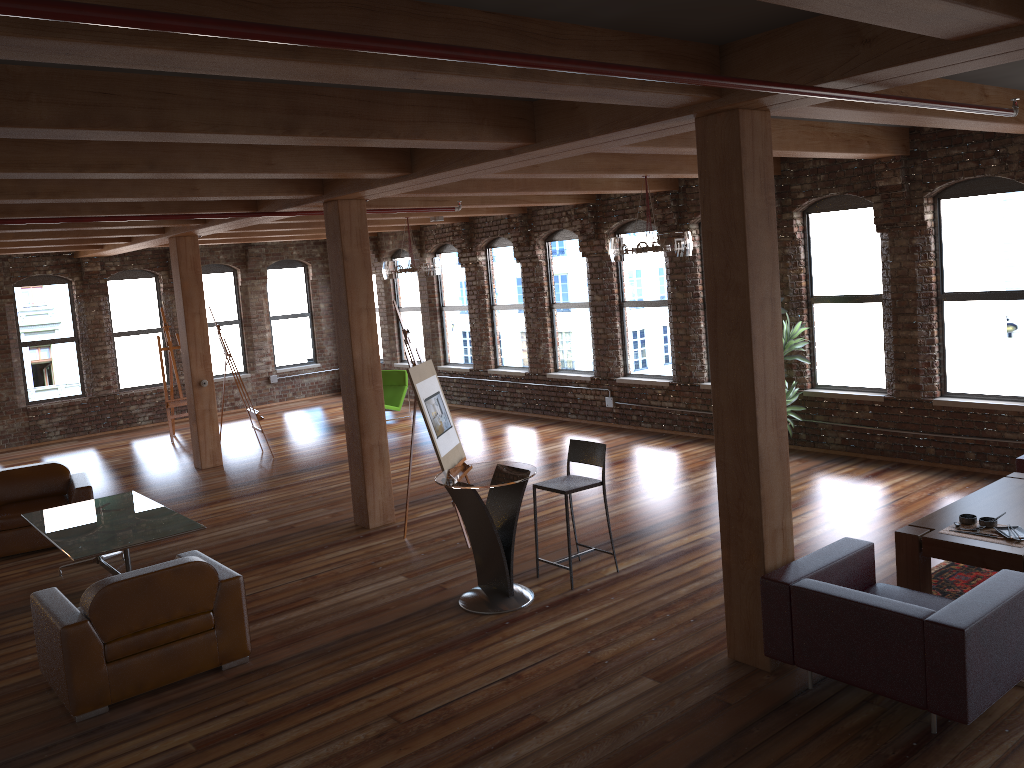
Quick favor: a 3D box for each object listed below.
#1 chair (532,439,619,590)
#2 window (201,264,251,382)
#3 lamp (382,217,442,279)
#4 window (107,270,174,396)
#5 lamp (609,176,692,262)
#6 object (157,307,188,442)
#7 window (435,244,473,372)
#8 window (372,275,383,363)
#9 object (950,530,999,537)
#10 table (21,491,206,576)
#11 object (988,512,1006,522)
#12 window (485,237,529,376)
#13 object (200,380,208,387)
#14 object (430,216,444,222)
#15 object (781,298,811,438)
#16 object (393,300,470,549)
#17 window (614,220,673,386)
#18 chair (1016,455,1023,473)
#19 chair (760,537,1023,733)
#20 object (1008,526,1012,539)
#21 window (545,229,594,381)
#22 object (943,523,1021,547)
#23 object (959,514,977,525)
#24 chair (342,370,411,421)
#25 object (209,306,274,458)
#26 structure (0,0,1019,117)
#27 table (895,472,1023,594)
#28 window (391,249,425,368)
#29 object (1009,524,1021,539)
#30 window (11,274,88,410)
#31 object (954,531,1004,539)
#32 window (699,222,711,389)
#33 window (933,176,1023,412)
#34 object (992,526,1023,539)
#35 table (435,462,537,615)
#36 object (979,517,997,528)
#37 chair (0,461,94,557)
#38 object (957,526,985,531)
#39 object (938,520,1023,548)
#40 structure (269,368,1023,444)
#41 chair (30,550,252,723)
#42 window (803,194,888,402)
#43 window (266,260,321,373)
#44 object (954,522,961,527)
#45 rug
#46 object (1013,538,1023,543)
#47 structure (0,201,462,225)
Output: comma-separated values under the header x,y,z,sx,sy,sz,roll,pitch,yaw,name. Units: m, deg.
x,y,z,sx,sy,sz,roll,pitch,yaw,name
0.452,0.954,6.648,0.468,0.978,0.430,-9,7,-38,chair
-5.585,-1.173,16.871,0.972,2.209,0.219,-9,7,-39,window
-1.392,-1.869,12.102,0.809,0.811,0.813,-5,6,-3,lamp
-6.721,-0.954,15.952,0.972,2.218,0.221,-9,7,-39,window
1.345,-1.640,8.724,0.809,0.811,0.813,-4,6,4,lamp
-5.504,-0.190,14.462,0.664,2.132,0.685,-10,7,-43,object
-1.018,-1.338,15.327,0.234,2.206,0.969,-9,7,-38,window
-2.883,-1.495,17.628,0.233,2.206,0.969,-9,7,-38,window
2.747,0.885,5.272,0.270,0.008,0.007,2,9,40,object
-3.273,1.387,7.244,0.943,0.558,1.873,-10,9,-38,table
2.917,0.814,5.365,0.137,0.079,0.045,-3,6,16,object
-0.098,-1.261,14.189,0.231,2.206,0.969,-9,7,-38,window
-4.065,-0.008,11.710,0.096,0.095,0.061,-10,8,-38,object
-1.052,-2.320,12.416,0.146,0.072,0.147,-10,9,-38,object
2.725,-0.224,9.889,0.969,2.095,1.082,-7,6,-25,object
-0.717,0.308,7.825,0.684,2.132,0.705,-4,5,11,object
1.750,-1.106,11.910,0.233,2.206,0.969,-9,7,-38,window
4.517,0.823,6.609,0.869,0.590,1.072,-10,9,-38,chair
2.017,1.290,4.622,0.869,0.590,1.072,-10,9,-38,chair
2.919,0.864,5.196,0.007,0.008,0.272,-2,8,25,object
0.828,-1.184,13.051,0.237,2.206,0.969,-9,7,-38,window
2.852,0.882,5.271,0.333,0.003,0.471,-11,10,-38,object
2.814,0.836,5.466,0.099,0.043,0.099,-6,7,-13,object
-2.205,0.230,14.392,0.680,0.793,0.961,-2,7,26,chair
-3.801,-0.022,12.171,0.686,2.132,0.663,-7,6,-29,object
0.467,-1.197,3.310,6.833,0.111,0.051,-11,8,-38,structure
3.326,1.071,5.654,1.757,0.547,0.901,-10,9,-38,table
-1.943,-1.416,16.468,0.232,2.206,0.969,-9,7,-38,window
2.948,0.861,5.195,0.007,0.008,0.272,-3,8,17,object
-7.854,-0.741,15.038,0.972,2.218,0.221,-9,7,-39,window
2.755,0.890,5.232,0.007,0.008,0.270,-10,9,-43,object
2.675,-1.029,10.771,0.236,2.206,0.969,-9,7,-38,window
4.522,-0.875,8.492,0.236,2.206,0.969,-9,7,-38,window
2.942,0.874,5.195,0.154,0.018,0.214,-4,8,6,object
-0.147,1.087,6.280,0.722,0.920,0.724,-6,6,-14,table
2.890,0.842,5.376,0.099,0.043,0.099,-5,7,-1,object
-4.723,1.219,8.727,1.066,0.732,0.832,-8,7,-28,chair
2.761,0.865,5.326,0.153,0.030,0.045,1,9,36,object
2.852,0.881,5.272,0.354,0.001,0.470,-11,10,-38,object
0.698,0.113,13.227,13.712,0.312,1.640,3,11,44,structure
-2.336,1.448,5.568,1.068,0.732,0.831,-10,8,-38,chair
3.599,-0.952,9.631,0.236,2.206,0.969,-9,7,-38,window
-4.436,-1.390,17.798,0.972,2.209,0.219,-9,7,-39,window
2.719,0.862,5.409,0.018,0.021,0.059,-4,7,3,object
3.316,1.347,5.643,2.471,0.009,1.345,-11,10,-38,rug
2.900,0.894,5.064,0.059,0.021,0.018,1,8,38,object
-3.197,-1.504,7.833,6.833,0.111,0.051,-11,8,-38,structure
